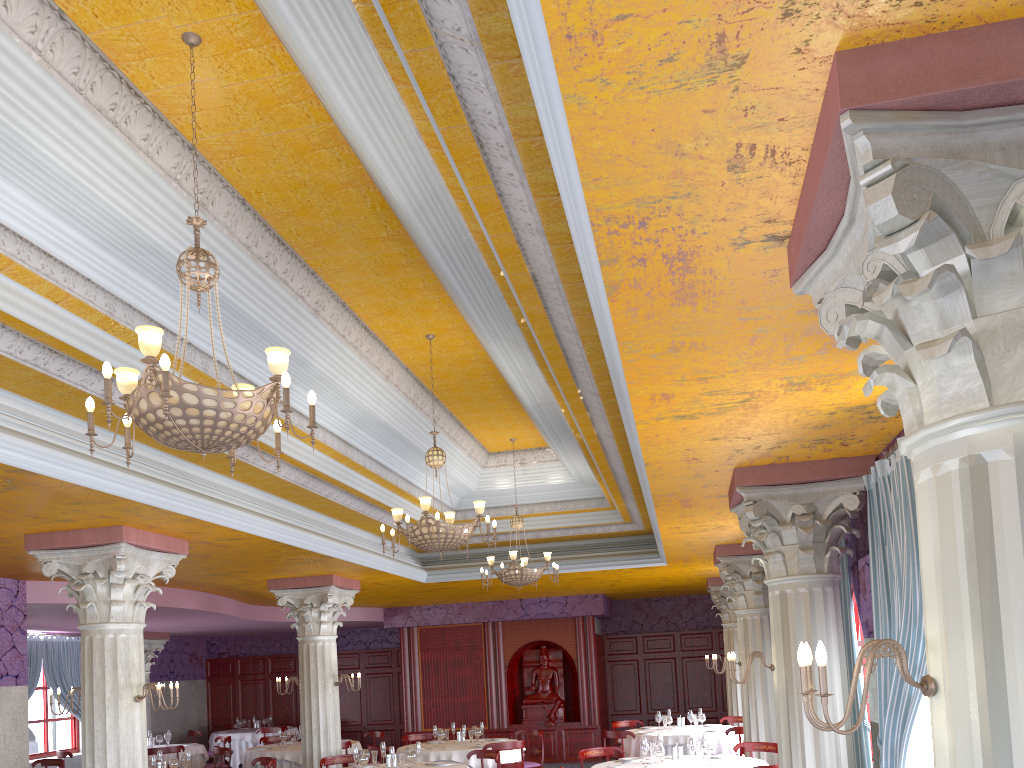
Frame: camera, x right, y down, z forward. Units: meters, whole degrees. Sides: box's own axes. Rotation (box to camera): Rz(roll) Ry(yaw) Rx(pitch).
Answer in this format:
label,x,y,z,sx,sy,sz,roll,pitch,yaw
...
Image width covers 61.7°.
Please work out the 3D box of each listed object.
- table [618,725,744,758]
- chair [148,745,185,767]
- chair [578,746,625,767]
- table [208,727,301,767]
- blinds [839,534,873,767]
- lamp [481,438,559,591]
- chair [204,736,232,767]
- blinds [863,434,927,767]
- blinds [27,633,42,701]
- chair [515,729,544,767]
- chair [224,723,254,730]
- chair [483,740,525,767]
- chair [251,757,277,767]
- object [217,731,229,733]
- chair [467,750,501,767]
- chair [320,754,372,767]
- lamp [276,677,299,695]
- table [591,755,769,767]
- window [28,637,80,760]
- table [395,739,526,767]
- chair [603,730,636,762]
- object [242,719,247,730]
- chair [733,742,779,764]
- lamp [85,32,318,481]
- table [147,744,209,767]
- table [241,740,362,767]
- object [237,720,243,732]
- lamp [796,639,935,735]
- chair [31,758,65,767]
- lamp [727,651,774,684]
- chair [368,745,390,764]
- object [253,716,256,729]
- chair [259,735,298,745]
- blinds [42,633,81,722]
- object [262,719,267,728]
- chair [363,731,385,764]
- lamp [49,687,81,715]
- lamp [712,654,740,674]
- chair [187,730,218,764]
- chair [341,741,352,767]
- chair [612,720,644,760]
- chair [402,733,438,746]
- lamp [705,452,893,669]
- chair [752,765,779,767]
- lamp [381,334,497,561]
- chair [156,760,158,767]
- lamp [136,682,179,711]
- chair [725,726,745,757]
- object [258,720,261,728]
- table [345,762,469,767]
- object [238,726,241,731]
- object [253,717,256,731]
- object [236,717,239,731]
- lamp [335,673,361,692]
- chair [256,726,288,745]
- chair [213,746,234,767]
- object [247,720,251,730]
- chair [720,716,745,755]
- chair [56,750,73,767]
label,x,y,z,sx,sy,sz,roll,pitch,yaw
table,2.849,6.263,14.313,2.089,0.924,2.182,-6,-16,11
chair,-6.215,6.985,15.224,0.751,1.062,0.665,3,-10,-34
chair,1.212,5.086,10.649,0.751,1.062,0.665,3,-10,-34
table,-6.200,8.838,20.679,2.089,0.924,2.182,-6,-16,11
blinds,3.181,3.007,8.361,0.245,3.426,1.752,-4,-7,9
lamp,0.065,1.795,11.940,0.961,2.119,0.984,1,-7,-34
chair,-5.867,7.527,16.918,0.648,1.061,0.772,2,-10,-34
blinds,2.617,2.131,5.622,0.245,3.426,1.750,-4,-7,12
blinds,-9.340,6.217,15.794,0.245,3.241,2.012,-4,-8,12
chair,0.201,6.370,14.376,0.648,1.061,0.772,2,-10,-34
chair,-6.874,9.158,21.697,0.751,1.062,0.665,3,-10,-34
chair,-0.147,5.828,12.681,0.751,1.062,0.665,3,-10,-34
chair,-3.538,5.688,11.721,0.648,1.061,0.772,2,-10,-34
object,-6.863,8.247,20.280,0.312,0.023,0.329,0,-18,-8
chair,-0.467,5.332,11.130,0.648,1.061,0.772,2,-10,-34
chair,-2.161,5.534,11.473,0.751,1.062,0.665,3,-10,-34
lamp,-3.400,4.631,13.160,0.381,0.266,0.355,-3,-13,-1
table,1.886,4.767,9.631,2.089,0.924,2.182,-6,-16,11
window,-9.848,6.175,16.869,0.161,2.460,3.714,-4,-14,10
table,-0.819,6.252,13.701,2.089,0.924,2.182,-6,-16,11
chair,1.827,6.041,13.636,0.648,1.061,0.772,2,-10,-34
object,-6.549,8.334,20.954,0.123,0.257,0.125,3,-9,-42
chair,2.907,4.885,10.306,0.648,1.061,0.772,2,-10,-34
lamp,-1.534,-0.689,4.172,0.961,2.119,0.984,1,-7,-34
table,-6.888,7.409,16.243,2.089,0.924,2.182,-6,-16,11
table,-3.700,6.904,15.218,2.089,0.924,2.182,-6,-16,11
object,-6.474,8.146,20.395,0.123,0.257,0.125,3,-9,-42
lamp,1.049,0.905,2.584,0.381,0.266,0.355,-3,-13,-1
chair,-7.390,6.456,13.438,0.757,1.062,0.659,-7,-9,26
lamp,2.008,2.395,7.245,0.381,0.266,0.355,-3,-13,-1
chair,-1.842,6.030,13.025,0.648,1.061,0.772,2,-10,-34
object,-6.342,8.331,21.084,0.074,0.327,0.075,-3,-4,2
chair,-4.374,7.223,16.236,0.751,1.062,0.665,3,-10,-34
blinds,-8.963,6.804,17.630,0.245,3.242,1.882,-4,-7,9
object,-5.915,8.142,20.472,0.123,0.257,0.124,-6,-7,25
chair,-2.680,7.022,15.893,0.648,1.061,0.772,2,-10,-34
lamp,-4.352,3.152,8.533,0.381,0.266,0.355,-3,-13,-1
lamp,2.960,3.874,11.872,0.381,0.266,0.355,-3,-13,-1
chair,-7.223,8.616,20.003,0.648,1.061,0.772,2,-10,-34
chair,-3.028,6.480,14.199,0.751,1.062,0.665,3,-10,-34
chair,2.175,6.583,15.331,0.751,1.062,0.665,3,-10,-34
chair,-1.493,6.572,14.719,0.751,1.062,0.665,3,-10,-34
lamp,2.779,2.405,6.690,2.100,3.469,30.427,-4,-18,10
chair,2.558,4.343,8.612,0.751,1.062,0.665,3,-10,-34
lamp,-0.728,0.563,8.088,0.961,2.119,0.984,1,-7,-34
chair,-5.233,5.890,12.064,0.751,1.062,0.665,3,-10,-34
lamp,-3.439,3.009,8.242,0.381,0.266,0.355,-3,-13,-1
chair,3.521,5.839,13.293,0.751,1.062,0.665,3,-10,-34
object,-6.021,8.144,20.422,0.085,0.231,0.088,-2,-6,-9
table,-1.487,5.214,10.454,2.089,0.924,2.182,-6,-16,11
object,-6.523,8.196,20.501,0.085,0.231,0.088,-2,-6,-9
object,-6.126,8.076,20.347,0.074,0.327,0.075,-3,-4,2
object,-6.603,8.187,20.606,0.074,0.327,0.075,-3,-4,2
lamp,-2.477,4.502,12.914,0.381,0.266,0.355,-3,-13,-1
chair,-5.528,8.414,19.660,0.751,1.062,0.665,3,-10,-34
chair,-4.723,6.682,14.542,0.648,1.061,0.772,2,-10,-34
object,-6.442,8.358,21.003,0.085,0.231,0.088,-2,-6,-9
chair,3.870,6.381,14.988,0.648,1.061,0.772,2,-10,-34
chair,-7.910,7.187,15.567,0.648,1.061,0.772,2,-10,-34
